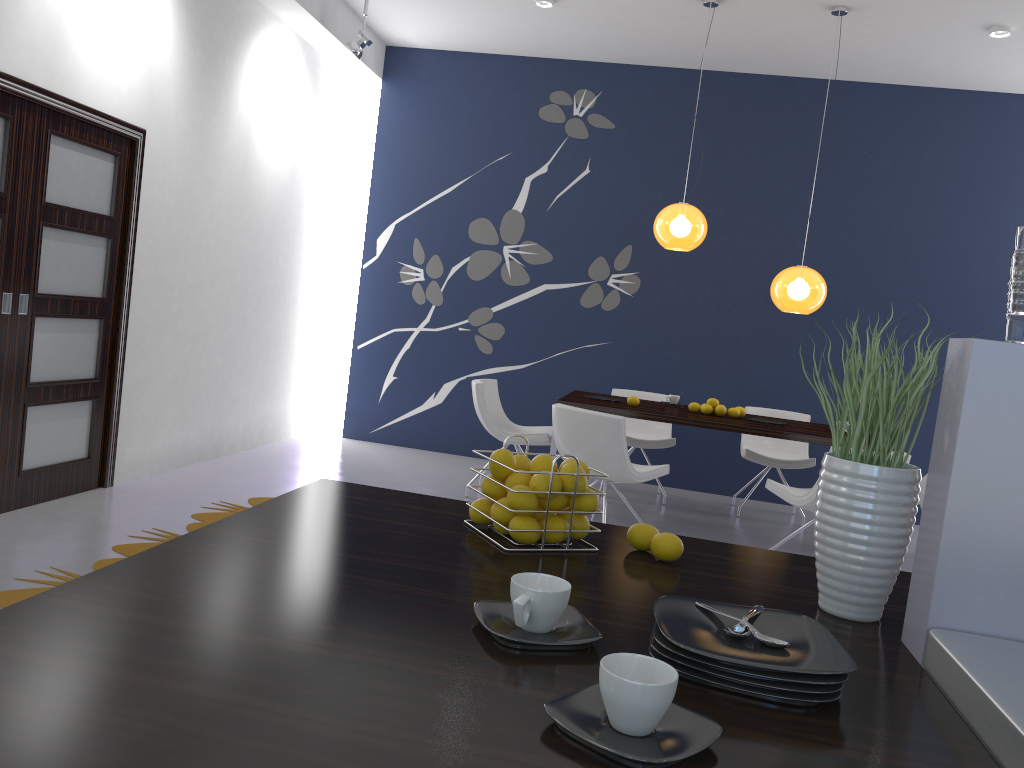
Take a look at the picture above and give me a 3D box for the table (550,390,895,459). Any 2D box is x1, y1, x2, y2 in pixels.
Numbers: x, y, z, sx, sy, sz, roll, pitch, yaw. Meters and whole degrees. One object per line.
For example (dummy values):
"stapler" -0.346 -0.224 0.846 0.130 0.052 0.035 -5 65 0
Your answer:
"table" 1.329 0.598 6.013 2.046 0.783 1.127 8 4 9

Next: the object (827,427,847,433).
"object" 2.193 0.311 5.907 0.154 0.020 0.154 4 5 -35

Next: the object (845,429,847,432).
"object" 2.195 0.312 5.794 0.032 0.028 0.155 6 4 -10

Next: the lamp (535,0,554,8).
"lamp" 0.226 -2.678 6.217 0.132 0.035 0.132 8 4 9

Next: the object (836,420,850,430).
"object" 2.205 0.281 5.899 0.101 0.064 0.081 10 5 35

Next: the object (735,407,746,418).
"object" 1.539 0.191 6.010 0.079 0.077 0.094 6 4 -17

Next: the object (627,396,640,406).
"object" 0.800 0.114 5.847 0.083 0.068 0.070 8 4 13

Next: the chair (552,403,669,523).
"chair" 0.529 0.547 5.182 0.508 0.805 0.620 11 6 44

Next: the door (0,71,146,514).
"door" -2.454 -0.394 4.257 0.220 2.061 1.764 8 4 9

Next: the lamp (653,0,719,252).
"lamp" 1.216 -1.719 5.919 0.358 1.645 0.359 9 4 20

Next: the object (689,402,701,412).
"object" 1.234 0.158 5.989 0.083 0.068 0.070 8 4 13

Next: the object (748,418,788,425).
"object" 1.688 0.251 5.862 0.232 0.020 0.232 10 5 38

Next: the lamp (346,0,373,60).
"lamp" -1.097 -2.619 6.447 0.185 0.511 0.150 8 4 9

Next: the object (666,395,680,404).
"object" 1.165 0.115 6.405 0.081 0.064 0.101 10 5 34

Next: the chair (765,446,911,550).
"chair" 1.799 0.721 4.963 0.508 0.805 0.620 6 4 -21

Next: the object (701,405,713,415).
"object" 1.303 0.171 5.935 0.070 0.068 0.083 5 4 -22

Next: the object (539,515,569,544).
"object" 0.073 0.261 1.592 0.053 0.053 0.061 4 5 -38

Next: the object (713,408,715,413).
"object" 1.398 0.176 6.006 0.081 0.071 0.069 6 4 -14

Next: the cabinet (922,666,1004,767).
"cabinet" 1.034 0.882 1.079 3.285 0.852 1.377 8 4 9

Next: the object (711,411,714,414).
"object" 1.377 0.165 6.084 0.094 0.077 0.079 4 5 -37

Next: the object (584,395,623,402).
"object" 0.628 0.103 6.068 0.232 0.020 0.232 10 5 38

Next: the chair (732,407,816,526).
"chair" 2.012 0.614 6.820 0.508 0.805 0.620 8 4 9

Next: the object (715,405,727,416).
"object" 1.393 0.177 5.922 0.076 0.080 0.094 8 4 11

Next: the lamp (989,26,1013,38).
"lamp" 3.160 -2.277 5.734 0.132 0.035 0.132 4 5 -34

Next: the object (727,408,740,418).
"object" 1.486 0.193 5.944 0.083 0.068 0.070 8 4 13

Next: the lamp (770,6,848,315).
"lamp" 1.997 -1.446 5.801 0.359 1.974 0.358 8 4 14

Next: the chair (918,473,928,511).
"chair" 2.704 0.771 5.839 0.620 0.805 0.508 7 4 4

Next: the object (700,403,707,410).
"object" 1.317 0.167 6.018 0.070 0.068 0.083 5 4 -22

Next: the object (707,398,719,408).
"object" 1.352 0.129 5.963 0.083 0.068 0.070 8 4 13

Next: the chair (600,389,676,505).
"chair" 0.995 0.475 6.987 0.508 0.805 0.620 7 4 4

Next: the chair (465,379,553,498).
"chair" -0.017 0.399 6.285 0.620 0.805 0.508 8 4 9

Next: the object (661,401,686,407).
"object" 1.166 0.146 6.415 0.154 0.020 0.154 4 5 -36
